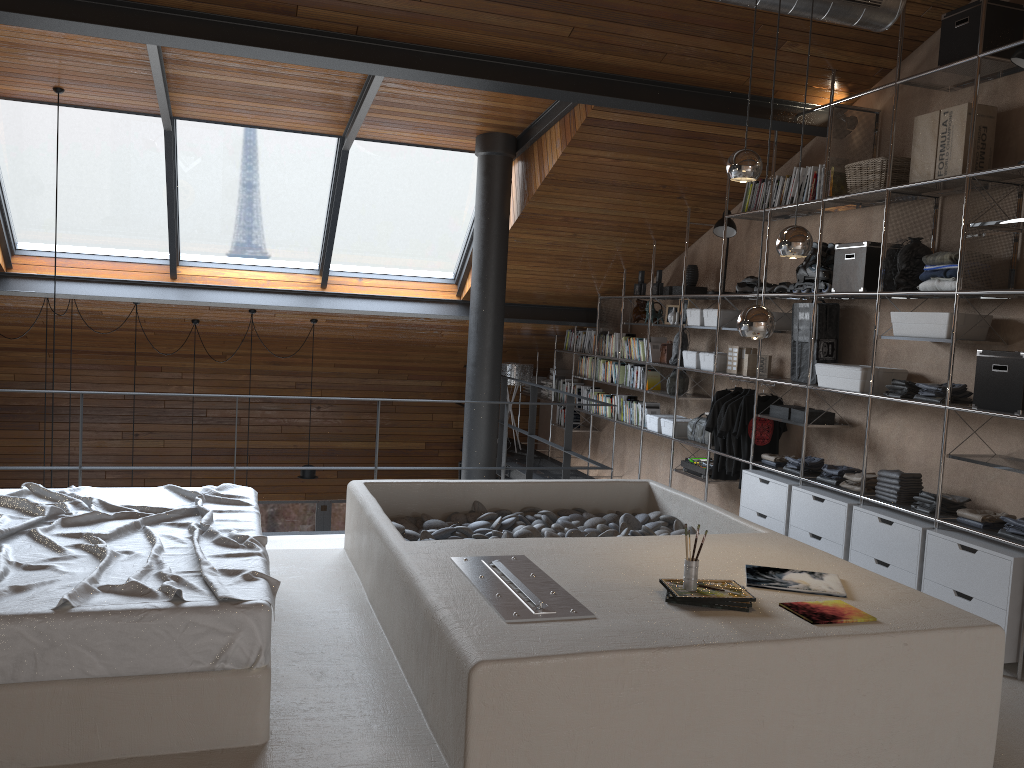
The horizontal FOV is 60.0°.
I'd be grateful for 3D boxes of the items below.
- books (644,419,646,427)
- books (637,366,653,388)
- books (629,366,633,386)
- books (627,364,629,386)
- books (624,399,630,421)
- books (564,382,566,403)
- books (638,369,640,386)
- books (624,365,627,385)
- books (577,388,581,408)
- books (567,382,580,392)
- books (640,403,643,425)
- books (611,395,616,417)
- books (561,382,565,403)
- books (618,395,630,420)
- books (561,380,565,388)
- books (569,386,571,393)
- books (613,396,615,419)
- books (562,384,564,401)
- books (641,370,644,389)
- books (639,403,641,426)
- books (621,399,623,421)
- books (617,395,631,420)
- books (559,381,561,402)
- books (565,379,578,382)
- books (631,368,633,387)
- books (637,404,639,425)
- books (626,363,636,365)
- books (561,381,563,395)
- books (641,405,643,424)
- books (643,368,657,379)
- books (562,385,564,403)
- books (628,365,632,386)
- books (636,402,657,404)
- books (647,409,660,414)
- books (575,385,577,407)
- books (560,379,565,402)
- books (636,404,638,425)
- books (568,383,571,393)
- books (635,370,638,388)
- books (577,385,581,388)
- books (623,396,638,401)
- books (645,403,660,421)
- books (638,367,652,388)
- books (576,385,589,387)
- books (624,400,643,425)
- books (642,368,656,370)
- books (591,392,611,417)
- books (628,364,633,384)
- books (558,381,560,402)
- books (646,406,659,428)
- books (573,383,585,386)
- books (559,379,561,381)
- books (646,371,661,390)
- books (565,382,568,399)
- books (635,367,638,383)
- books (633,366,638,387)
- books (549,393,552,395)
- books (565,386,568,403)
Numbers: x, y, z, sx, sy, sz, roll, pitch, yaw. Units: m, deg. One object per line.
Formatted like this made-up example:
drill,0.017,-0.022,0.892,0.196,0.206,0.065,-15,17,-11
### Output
books,1.234,0.297,7.886,0.146,0.171,0.054,2,4,-18
books,1.207,-0.060,8.020,0.146,0.195,0.023,2,4,-18
books,1.159,-0.070,8.171,0.160,0.187,0.021,2,4,-18
books,1.161,-0.084,8.226,0.191,0.207,0.012,2,4,-18
books,1.105,0.246,8.254,0.137,0.201,0.047,2,4,-18
books,0.644,0.100,9.689,0.148,0.234,0.013,2,4,-18
books,1.212,-0.045,8.004,0.148,0.167,0.014,2,4,-18
books,1.119,-0.080,8.257,0.148,0.190,0.013,2,4,-18
books,0.755,0.150,9.313,0.148,0.206,0.053,2,4,-18
books,0.672,0.102,9.647,0.146,0.240,0.023,2,4,-18
books,1.238,0.274,7.970,0.192,0.202,0.055,2,4,-18
books,1.024,0.215,8.520,0.155,0.215,0.055,2,4,-18
books,0.624,0.092,9.799,0.160,0.231,0.021,2,4,-18
books,1.065,0.224,8.307,0.148,0.233,0.053,2,4,-18
books,0.635,0.079,9.844,0.192,0.251,0.012,2,4,-18
books,0.686,0.126,9.559,0.148,0.206,0.018,2,4,-18
books,1.030,0.221,8.471,0.133,0.218,0.051,2,4,-18
books,0.614,0.107,9.770,0.130,0.208,0.010,2,4,-18
books,1.226,-0.036,7.915,0.148,0.167,0.053,2,4,-18
books,1.230,0.271,7.979,0.191,0.205,0.055,2,4,-18
books,1.093,0.241,8.291,0.149,0.205,0.049,2,4,-18
books,1.049,0.219,8.353,0.148,0.233,0.053,2,4,-18
books,0.609,0.086,9.863,0.169,0.232,0.018,2,4,-18
books,0.645,0.079,9.733,0.143,0.268,0.020,2,4,-18
books,1.165,-0.059,8.133,0.146,0.171,0.018,2,4,-18
books,1.213,0.279,7.988,0.169,0.188,0.058,2,4,-18
books,1.152,-0.089,8.278,0.207,0.207,0.010,2,4,-18
books,0.616,0.088,9.826,0.148,0.234,0.013,2,4,-18
books,1.228,0.285,7.924,0.160,0.187,0.060,2,4,-18
books,1.230,-0.043,7.871,0.129,0.186,0.050,2,4,-18
books,0.630,0.106,9.761,0.146,0.210,0.018,2,4,-18
books,1.150,-0.074,8.199,0.148,0.190,0.013,2,4,-18
books,1.221,0.267,8.032,0.207,0.205,0.053,2,4,-18
books,1.250,0.303,7.833,0.130,0.166,0.046,2,4,-18
books,0.734,0.128,9.386,0.143,0.235,0.055,2,4,-18
books,0.627,0.076,9.853,0.191,0.255,0.012,2,4,-18
books,1.188,0.275,8.010,0.148,0.189,0.053,2,4,-18
books,0.678,0.107,9.617,0.148,0.234,0.013,2,4,-18
books,1.189,-0.046,8.036,0.143,0.161,0.019,2,4,-18
books,0.753,0.134,9.330,0.148,0.233,0.053,2,4,-18
books,1.105,0.228,8.284,0.148,0.233,0.053,2,4,-18
books,1.248,0.276,7.859,0.143,0.217,0.066,2,4,-18
books,1.213,-0.055,7.989,0.148,0.190,0.013,2,4,-18
books,0.752,0.131,9.377,0.148,0.233,0.053,2,4,-18
books,1.143,0.258,8.133,0.136,0.210,0.273,2,4,-18
books,1.222,-0.051,7.955,0.129,0.188,0.010,2,4,-18
books,0.923,0.199,8.746,0.139,0.211,0.467,2,4,-18
books,1.169,-0.081,8.217,0.192,0.204,0.012,2,4,-18
books,0.585,0.082,9.884,0.148,0.234,0.013,2,4,-18
books,1.244,0.292,7.842,0.129,0.186,0.050,2,4,-18
books,0.711,0.114,9.466,0.131,0.247,0.018,2,4,-18
books,0.618,0.072,9.906,0.207,0.255,0.010,2,4,-18
books,1.250,-0.028,7.845,0.129,0.165,0.056,2,4,-18
books,0.652,0.101,9.678,0.148,0.234,0.013,2,4,-18
books,1.187,-0.061,8.050,0.148,0.190,0.013,2,4,-18
books,1.178,-0.062,8.061,0.148,0.190,0.013,2,4,-18
books,0.559,0.114,10.020,0.252,0.016,0.182,2,4,-14
books,0.654,0.120,9.664,0.143,0.199,0.019,2,4,-18
